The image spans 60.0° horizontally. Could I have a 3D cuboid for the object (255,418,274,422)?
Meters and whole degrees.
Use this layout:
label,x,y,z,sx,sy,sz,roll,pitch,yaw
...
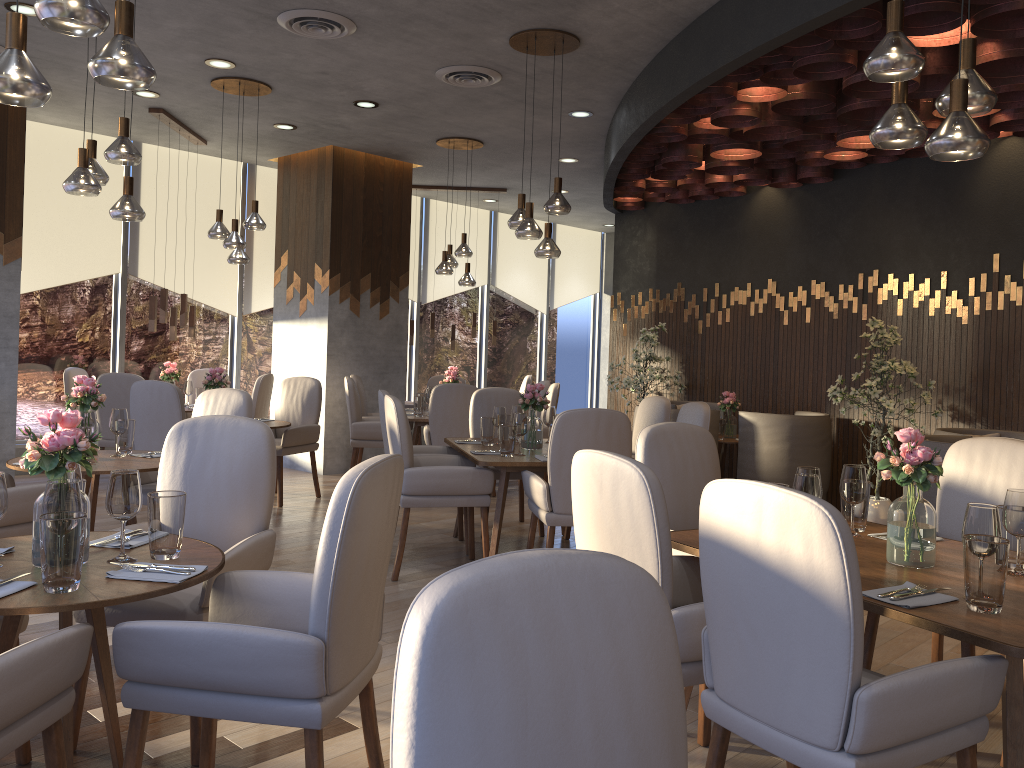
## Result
label,x,y,z,sx,sy,sz,roll,pitch,yaw
object,-1.979,0.277,6.900,0.157,0.019,0.255,3,2,19

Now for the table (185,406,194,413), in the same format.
label,x,y,z,sx,sy,sz,roll,pitch,yaw
table,-3.085,0.543,7.980,0.833,0.662,0.834,1,1,-26

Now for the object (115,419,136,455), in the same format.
label,x,y,z,sx,sy,sz,roll,pitch,yaw
object,-2.032,0.277,4.646,0.102,0.178,0.102,2,1,-26

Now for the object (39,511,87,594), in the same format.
label,x,y,z,sx,sy,sz,roll,pitch,yaw
object,-1.068,0.400,2.106,0.102,0.178,0.102,2,1,-16

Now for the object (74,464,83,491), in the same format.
label,x,y,z,sx,sy,sz,roll,pitch,yaw
object,-1.269,0.346,2.514,0.092,0.244,0.092,2,1,37

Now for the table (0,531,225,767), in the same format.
label,x,y,z,sx,sy,sz,roll,pitch,yaw
table,-1.211,0.807,2.356,0.834,0.662,0.833,3,2,43

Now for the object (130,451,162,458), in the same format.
label,x,y,z,sx,sy,sz,roll,pitch,yaw
object,-1.871,0.363,4.615,0.157,0.019,0.255,3,2,28

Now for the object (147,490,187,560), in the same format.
label,x,y,z,sx,sy,sz,roll,pitch,yaw
object,-0.957,0.391,2.452,0.102,0.178,0.102,2,1,5

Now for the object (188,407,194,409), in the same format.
label,x,y,z,sx,sy,sz,roll,pitch,yaw
object,-2.802,0.212,7.950,0.255,0.019,0.157,2,2,0

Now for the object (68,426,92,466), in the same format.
label,x,y,z,sx,sy,sz,roll,pitch,yaw
object,-2.039,0.294,4.176,0.102,0.178,0.102,2,1,-7

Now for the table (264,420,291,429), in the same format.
label,x,y,z,sx,sy,sz,roll,pitch,yaw
table,-2.100,0.623,6.665,0.834,0.662,0.834,2,1,18

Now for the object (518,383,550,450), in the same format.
label,x,y,z,sx,sy,sz,roll,pitch,yaw
object,0.134,0.199,5.509,0.210,0.416,0.198,2,1,1

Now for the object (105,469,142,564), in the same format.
label,x,y,z,sx,sy,sz,roll,pitch,yaw
object,-1.052,0.357,2.400,0.092,0.244,0.092,2,0,-11

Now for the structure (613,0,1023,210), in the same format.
label,x,y,z,sx,sy,sz,roll,pitch,yaw
structure,2.565,-1.900,5.097,2.754,0.556,9.460,1,2,-16

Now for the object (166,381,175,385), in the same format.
label,x,y,z,sx,sy,sz,roll,pitch,yaw
object,-3.022,0.096,7.838,0.092,0.244,0.092,2,0,18

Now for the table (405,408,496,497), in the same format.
label,x,y,z,sx,sy,sz,roll,pitch,yaw
table,-0.582,0.614,8.246,0.964,0.665,1.308,2,2,-6

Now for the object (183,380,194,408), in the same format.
label,x,y,z,sx,sy,sz,roll,pitch,yaw
object,-2.935,0.092,8.044,0.092,0.244,0.092,2,0,3

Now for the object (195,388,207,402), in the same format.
label,x,y,z,sx,sy,sz,roll,pitch,yaw
object,-2.848,0.125,8.109,0.102,0.178,0.102,1,1,-44

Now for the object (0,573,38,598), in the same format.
label,x,y,z,sx,sy,sz,roll,pitch,yaw
object,-1.235,0.476,2.079,0.157,0.019,0.255,2,2,8

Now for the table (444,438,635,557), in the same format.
label,x,y,z,sx,sy,sz,roll,pitch,yaw
table,0.132,0.736,5.512,0.964,0.665,1.308,2,2,-13

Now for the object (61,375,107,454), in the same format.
label,x,y,z,sx,sy,sz,roll,pitch,yaw
object,-2.150,0.162,4.461,0.210,0.416,0.198,2,1,16

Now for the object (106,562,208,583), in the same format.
label,x,y,z,sx,sy,sz,roll,pitch,yaw
object,-0.934,0.478,2.288,0.255,0.019,0.157,2,2,8

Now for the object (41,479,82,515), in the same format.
label,x,y,z,sx,sy,sz,roll,pitch,yaw
object,-1.120,0.362,2.202,0.092,0.244,0.092,2,0,28

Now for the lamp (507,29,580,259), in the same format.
label,x,y,z,sx,sy,sz,roll,pitch,yaw
lamp,0.180,-1.461,5.502,0.439,1.326,0.439,2,1,-41

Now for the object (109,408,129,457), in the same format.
label,x,y,z,sx,sy,sz,roll,pitch,yaw
object,-2.014,0.249,4.538,0.092,0.244,0.092,2,0,8

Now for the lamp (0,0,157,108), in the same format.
label,x,y,z,sx,sy,sz,roll,pitch,yaw
lamp,-1.145,-1.391,2.339,0.439,1.326,0.439,2,0,37

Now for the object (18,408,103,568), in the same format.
label,x,y,z,sx,sy,sz,roll,pitch,yaw
object,-1.200,0.269,2.350,0.198,0.416,0.210,2,1,41

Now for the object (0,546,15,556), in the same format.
label,x,y,z,sx,sy,sz,roll,pitch,yaw
object,-1.476,0.456,2.413,0.255,0.019,0.157,2,2,12

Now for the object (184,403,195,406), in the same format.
label,x,y,z,sx,sy,sz,roll,pitch,yaw
object,-3.049,0.193,8.256,0.157,0.019,0.255,2,2,4

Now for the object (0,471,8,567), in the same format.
label,x,y,z,sx,sy,sz,roll,pitch,yaw
object,-1.357,0.351,2.292,0.092,0.244,0.092,2,0,9

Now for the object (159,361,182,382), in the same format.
label,x,y,z,sx,sy,sz,roll,pitch,yaw
object,-3.084,0.003,8.003,0.210,0.416,0.198,2,1,-34

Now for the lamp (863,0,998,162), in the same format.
label,x,y,z,sx,sy,sz,roll,pitch,yaw
lamp,1.271,-1.323,2.674,0.439,1.326,0.439,2,0,-7

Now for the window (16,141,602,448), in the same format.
label,x,y,z,sx,sy,sz,roll,pitch,yaw
window,-2.456,-0.883,6.036,8.059,3.198,16.130,2,2,-1

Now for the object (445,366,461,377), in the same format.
label,x,y,z,sx,sy,sz,roll,pitch,yaw
object,-0.696,-0.006,10.461,0.210,0.416,0.198,2,1,21

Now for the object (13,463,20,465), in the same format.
label,x,y,z,sx,sy,sz,roll,pitch,yaw
object,-2.206,0.367,4.203,0.157,0.019,0.255,3,2,27

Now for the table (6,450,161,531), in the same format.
label,x,y,z,sx,sy,sz,roll,pitch,yaw
table,-2.041,0.706,4.398,0.834,0.662,0.834,2,1,3

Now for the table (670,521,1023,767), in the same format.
label,x,y,z,sx,sy,sz,roll,pitch,yaw
table,1.184,0.874,2.666,0.964,0.665,1.308,1,2,-30

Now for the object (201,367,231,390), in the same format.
label,x,y,z,sx,sy,sz,roll,pitch,yaw
object,-2.236,0.079,6.670,0.210,0.416,0.198,2,1,1

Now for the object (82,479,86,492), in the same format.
label,x,y,z,sx,sy,sz,roll,pitch,yaw
object,-1.315,0.374,2.614,0.102,0.178,0.102,1,1,-42

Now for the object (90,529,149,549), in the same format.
label,x,y,z,sx,sy,sz,roll,pitch,yaw
object,-1.152,0.459,2.629,0.157,0.019,0.255,2,2,12

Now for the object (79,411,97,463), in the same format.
label,x,y,z,sx,sy,sz,roll,pitch,yaw
object,-2.057,0.256,4.283,0.092,0.244,0.092,2,0,29

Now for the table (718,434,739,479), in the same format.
label,x,y,z,sx,sy,sz,roll,pitch,yaw
table,1.926,0.761,7.931,0.834,0.561,0.833,3,2,36
